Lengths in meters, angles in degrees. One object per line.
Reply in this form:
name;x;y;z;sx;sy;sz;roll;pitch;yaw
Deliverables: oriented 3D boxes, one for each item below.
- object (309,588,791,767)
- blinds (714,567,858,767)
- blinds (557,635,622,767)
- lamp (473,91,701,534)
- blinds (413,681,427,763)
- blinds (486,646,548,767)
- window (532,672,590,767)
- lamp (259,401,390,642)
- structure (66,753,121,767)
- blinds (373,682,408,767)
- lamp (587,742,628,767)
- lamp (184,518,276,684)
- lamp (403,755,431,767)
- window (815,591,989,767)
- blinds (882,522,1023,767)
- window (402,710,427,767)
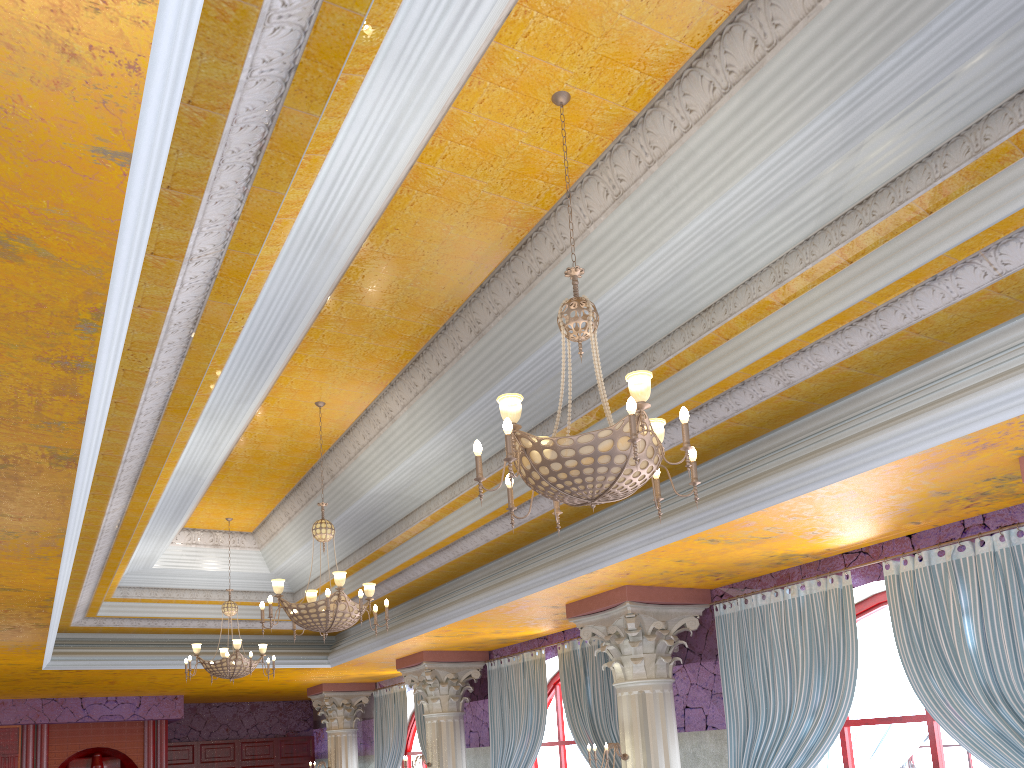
object;1.873;3.829;8.393;2.106;3.414;30.899;3;-23;-28
blinds;2.450;3.477;7.487;0.245;3.340;1.792;1;-13;-28
blinds;1.080;4.587;9.883;0.245;3.341;1.789;2;-14;-30
lamp;0.304;-0.433;4.068;0.967;2.065;1.004;-7;-12;14
blinds;-1.219;6.451;13.907;0.245;3.341;1.789;2;-14;-30
blinds;0.097;5.384;11.603;0.245;3.340;1.792;1;-13;-28
window;1.135;4.775;11.092;0.160;2.409;3.776;2;-19;-29
lamp;-1.654;1.154;7.495;0.967;2.065;1.004;-7;-12;14
structure;-7.929;7.913;16.245;0.971;1.753;0.672;4;-13;-30
blinds;-2.202;7.247;15.627;0.245;3.340;1.792;1;-13;-28
lamp;0.930;3.628;8.335;0.390;0.259;0.355;13;-25;-40
lamp;-3.581;2.716;10.866;0.967;2.065;1.004;-7;-12;14
lamp;-1.384;5.503;12.384;0.390;0.259;0.355;13;-25;-40
window;3.465;2.886;7.014;0.160;2.409;3.776;2;-19;-29
blinds;3.433;2.680;5.767;0.245;3.341;1.789;2;-14;-30
window;-1.194;6.662;15.167;0.160;2.409;3.776;2;-19;-29
